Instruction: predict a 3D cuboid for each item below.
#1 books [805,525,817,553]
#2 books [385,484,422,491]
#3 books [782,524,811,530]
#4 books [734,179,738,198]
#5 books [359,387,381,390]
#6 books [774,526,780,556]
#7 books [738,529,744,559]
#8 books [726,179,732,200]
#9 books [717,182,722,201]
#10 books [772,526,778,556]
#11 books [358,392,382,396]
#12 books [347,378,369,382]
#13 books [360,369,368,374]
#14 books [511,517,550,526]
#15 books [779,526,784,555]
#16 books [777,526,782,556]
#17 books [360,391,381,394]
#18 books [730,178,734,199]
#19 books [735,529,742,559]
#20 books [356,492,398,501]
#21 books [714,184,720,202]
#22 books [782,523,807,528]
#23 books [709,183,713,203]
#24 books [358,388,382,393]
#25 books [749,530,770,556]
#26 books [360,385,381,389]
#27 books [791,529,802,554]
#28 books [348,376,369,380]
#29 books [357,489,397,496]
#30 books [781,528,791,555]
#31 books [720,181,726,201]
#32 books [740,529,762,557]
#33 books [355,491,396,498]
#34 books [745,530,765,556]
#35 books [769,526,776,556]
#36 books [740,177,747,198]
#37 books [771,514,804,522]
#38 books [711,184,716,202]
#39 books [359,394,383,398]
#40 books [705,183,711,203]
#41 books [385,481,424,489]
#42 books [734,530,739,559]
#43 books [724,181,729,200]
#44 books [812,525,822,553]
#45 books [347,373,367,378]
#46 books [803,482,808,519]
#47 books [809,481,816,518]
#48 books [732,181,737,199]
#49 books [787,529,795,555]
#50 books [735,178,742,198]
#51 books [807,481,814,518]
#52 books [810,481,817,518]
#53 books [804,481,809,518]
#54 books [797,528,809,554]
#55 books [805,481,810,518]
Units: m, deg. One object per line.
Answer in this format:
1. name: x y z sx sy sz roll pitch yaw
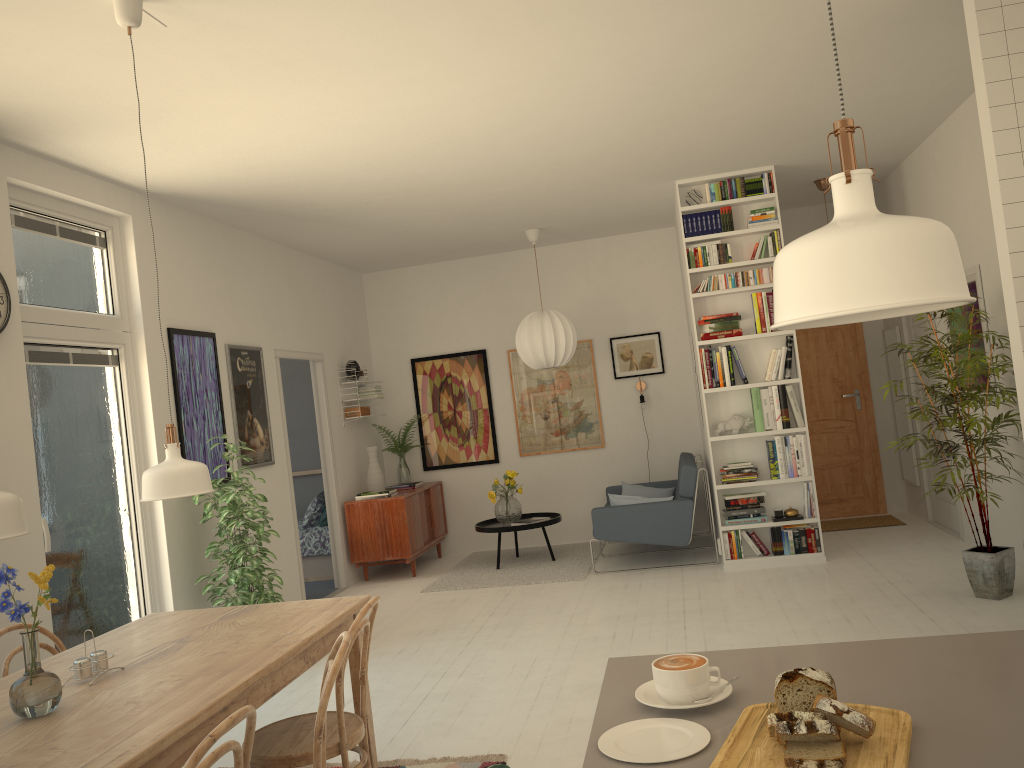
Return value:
1. books: 2.181 1.131 6.499 0.056 0.180 0.202 -7 -2 10
2. books: -1.061 0.986 8.404 0.371 0.022 0.259 -7 -1 10
3. books: 2.088 1.046 6.516 0.193 0.012 0.130 -7 -1 10
4. books: 1.667 -1.437 6.627 0.009 0.151 0.208 -7 -2 10
5. books: -1.366 0.045 8.557 0.153 0.013 0.197 -7 -1 13
6. books: 1.944 1.142 6.532 0.015 0.214 0.202 -7 -2 10
7. books: 1.694 1.174 6.579 0.010 0.215 0.193 -7 -2 10
8. books: 1.623 -1.434 6.644 0.024 0.156 0.227 -7 -2 10
9. books: 1.553 -1.417 6.651 0.018 0.141 0.206 -7 -2 10
10. books: 1.932 1.144 6.547 0.015 0.214 0.202 -7 -2 10
11. books: -1.367 0.095 8.549 0.168 0.021 0.197 -7 -1 13
12. books: -1.432 -0.032 8.259 0.159 0.028 0.147 -7 -1 7
13. books: -1.433 -0.108 8.249 0.178 0.036 0.145 -7 -1 3
14. books: 0.163 1.191 7.652 0.200 0.031 0.289 -8 -2 44
15. books: 1.976 1.138 6.540 0.015 0.214 0.202 -7 -2 10
16. books: 1.960 1.140 6.537 0.015 0.214 0.202 -7 -2 10
17. books: -1.366 0.080 8.565 0.147 0.012 0.195 -7 -1 8
18. books: 1.640 -1.436 6.636 0.012 0.158 0.220 -7 -2 10
19. books: 1.681 1.176 6.596 0.021 0.215 0.174 -7 -2 10
20. books: -1.186 0.987 7.799 0.320 0.020 0.237 -7 -1 6
21. books: 1.535 -1.410 6.669 0.025 0.131 0.253 -7 -2 10
22. books: 2.070 1.039 6.501 0.165 0.006 0.103 -7 -1 10
23. books: 1.490 -1.413 6.659 0.013 0.146 0.208 -7 -2 10
24. books: -1.368 0.062 8.551 0.173 0.023 0.190 -7 -1 10
25. books: 1.828 1.171 6.557 0.131 0.188 0.136 -7 -2 10
26. books: -1.363 0.030 8.555 0.147 0.016 0.195 -7 -1 8
27. books: 2.083 1.151 6.522 0.048 0.163 0.209 -7 -2 10
28. books: -1.427 -0.057 8.260 0.158 0.019 0.131 -7 -1 12
29. books: -1.188 0.955 7.799 0.311 0.015 0.192 -7 -1 14
30. books: 2.009 1.153 6.541 0.044 0.179 0.224 -7 -2 10
31. books: 1.571 -1.422 6.629 0.028 0.147 0.192 -7 -2 10
32. books: 1.766 1.171 6.568 0.135 0.200 0.134 -7 -2 10
33. books: -1.197 0.971 7.801 0.296 0.015 0.240 -7 -1 9
34. books: 1.795 1.171 6.556 0.118 0.192 0.118 -7 -2 10
35. books: 1.916 1.146 6.543 0.015 0.214 0.202 -7 -2 10
36. books: 1.718 -1.444 6.614 0.032 0.152 0.200 -7 -2 10
37. books: 2.012 0.979 6.479 0.214 0.023 0.130 -7 -1 10
38. books: 1.503 -1.410 6.631 0.023 0.137 0.161 -7 -2 10
39. books: -1.357 0.123 8.555 0.179 0.038 0.190 -7 -1 10
40. books: 1.467 -1.412 6.646 0.026 0.149 0.155 -7 -2 10
41. books: -1.049 0.964 8.408 0.368 0.020 0.255 -7 -1 13
42. books: 1.665 1.183 6.598 0.012 0.206 0.193 -7 -2 10
43. books: 1.599 -1.427 6.641 0.024 0.148 0.188 -7 -2 10
44. books: 2.227 1.127 6.509 0.032 0.176 0.230 -7 -2 10
45. books: -1.440 -0.077 8.256 0.155 0.024 0.136 -7 -1 3
46. books: 2.150 0.846 6.521 0.034 0.257 0.209 -7 -2 10
47. books: 2.190 0.839 6.495 0.007 0.257 0.181 -7 -2 10
48. books: 1.654 -1.429 6.623 0.019 0.137 0.201 -7 -2 10
49. books: 2.043 1.150 6.530 0.032 0.176 0.222 -7 -2 10
50. books: 1.689 -1.441 6.635 0.032 0.154 0.212 -7 -2 10
51. books: 2.186 0.841 6.508 0.008 0.256 0.184 -7 -2 10
52. books: 2.198 0.839 6.485 0.011 0.256 0.139 -7 -2 10
53. books: 2.159 0.845 6.521 0.030 0.256 0.198 -7 -2 10
54. books: 2.133 1.142 6.528 0.050 0.170 0.221 -7 -2 10
55. books: 2.163 0.844 6.484 0.033 0.258 0.130 -7 -2 10
